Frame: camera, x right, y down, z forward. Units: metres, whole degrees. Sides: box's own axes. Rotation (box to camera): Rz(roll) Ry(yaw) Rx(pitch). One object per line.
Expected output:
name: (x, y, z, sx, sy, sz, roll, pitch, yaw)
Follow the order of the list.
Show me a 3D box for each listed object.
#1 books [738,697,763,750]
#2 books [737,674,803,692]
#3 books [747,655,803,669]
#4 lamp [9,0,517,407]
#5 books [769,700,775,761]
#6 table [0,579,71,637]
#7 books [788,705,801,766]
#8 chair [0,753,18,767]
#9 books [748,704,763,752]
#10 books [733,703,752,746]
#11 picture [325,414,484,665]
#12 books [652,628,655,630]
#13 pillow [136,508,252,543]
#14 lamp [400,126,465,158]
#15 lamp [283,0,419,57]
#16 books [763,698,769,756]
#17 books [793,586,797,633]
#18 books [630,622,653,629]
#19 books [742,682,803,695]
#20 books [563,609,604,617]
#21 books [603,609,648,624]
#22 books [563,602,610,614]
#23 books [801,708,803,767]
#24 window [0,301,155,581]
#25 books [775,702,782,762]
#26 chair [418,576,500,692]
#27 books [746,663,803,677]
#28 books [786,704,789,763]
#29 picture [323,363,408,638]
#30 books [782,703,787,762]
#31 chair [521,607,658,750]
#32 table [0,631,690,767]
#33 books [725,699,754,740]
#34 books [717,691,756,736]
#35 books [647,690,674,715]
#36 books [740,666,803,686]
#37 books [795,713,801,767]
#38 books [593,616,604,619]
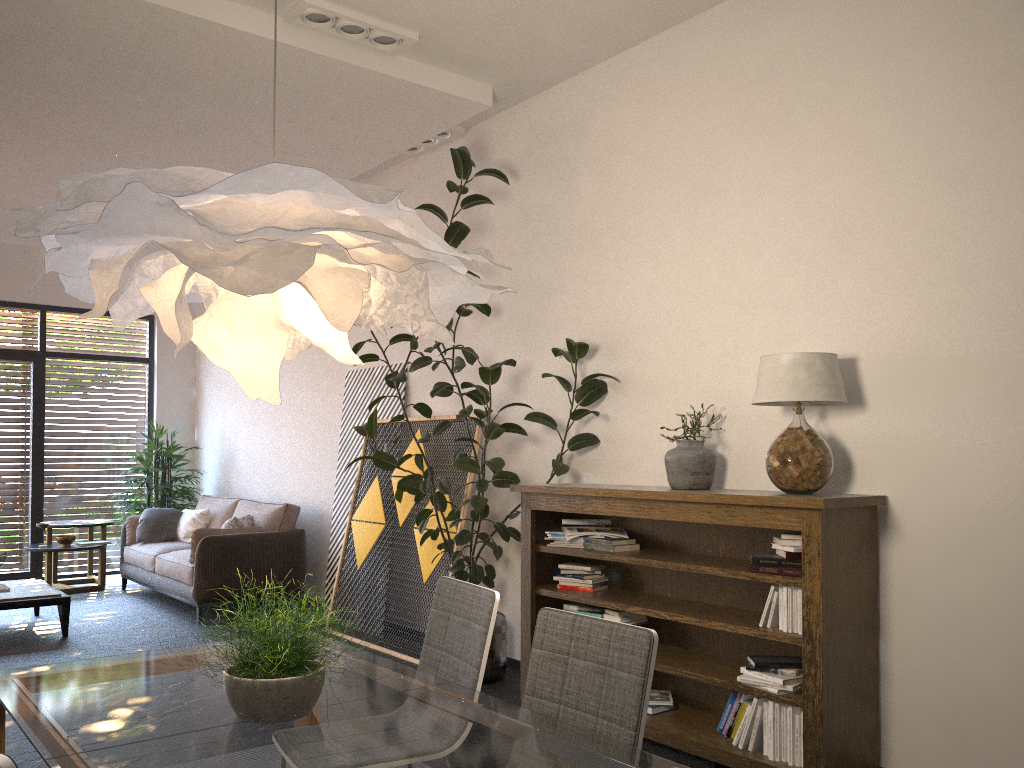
books: (1.057, 1.428, 3.767, 0.175, 0.234, 0.100, 2, -3, -38)
books: (1.087, 1.230, 3.679, 0.244, 0.019, 0.175, -4, -6, 42)
books: (1.112, 1.164, 3.711, 0.221, 0.023, 0.148, 0, -4, 3)
lamp: (-0.562, -2.540, 2.196, 1.118, 5.204, 1.063, 1, -2, -27)
books: (1.125, 1.418, 3.666, 0.175, 0.243, 0.024, 2, -2, -38)
table: (-3.975, 1.695, 6.573, 1.050, 0.306, 1.117, 3, -5, -38)
books: (1.184, 1.413, 3.605, 0.175, 0.243, 0.019, 2, -2, -38)
chair: (-0.687, 0.999, 1.549, 0.475, 0.918, 0.602, -1, -3, 38)
books: (1.074, 1.443, 3.748, 0.155, 0.203, 0.072, 2, -3, -38)
books: (1.034, 1.451, 3.798, 0.155, 0.194, 0.105, 2, -3, -38)
picture: (-0.791, 1.028, 6.193, 0.386, 1.602, 1.499, 1, -3, -38)
books: (0.576, 1.255, 4.512, 0.243, 0.024, 0.175, 3, -5, -31)
pillow: (-2.903, 1.325, 8.062, 0.619, 0.342, 1.896, 3, -5, -38)
lamp: (-0.618, -1.722, 6.185, 0.253, 0.066, 0.646, 3, -6, -38)
lamp: (-0.823, -1.850, 4.563, 0.645, 0.066, 0.254, 4, -6, -38)
books: (1.119, 1.422, 3.723, 0.175, 0.243, 0.024, 2, -2, -38)
books: (1.198, 0.916, 3.625, 0.135, 0.189, 0.015, 2, -2, -38)
books: (0.571, 1.228, 4.503, 0.225, 0.029, 0.179, 3, -5, -35)
books: (1.085, 1.250, 3.683, 0.155, 0.020, 0.205, 2, -5, -28)
books: (0.427, 1.205, 4.706, 0.255, 0.014, 0.193, -4, -6, 40)
books: (0.581, 1.180, 4.520, 0.217, 0.069, 0.158, 2, -5, -28)
books: (0.427, 1.184, 4.708, 0.246, 0.028, 0.194, -3, -5, 32)
books: (1.230, 1.411, 3.583, 0.175, 0.243, 0.024, 2, -2, -38)
window: (-5.974, 0.532, 8.783, 4.947, 3.023, 0.460, 3, -3, -38)
books: (1.146, 1.416, 3.655, 0.175, 0.243, 0.019, 2, -2, -38)
chair: (-0.387, 1.092, 2.720, 0.602, 0.918, 0.476, 1, -2, -29)
books: (1.105, 1.187, 3.714, 0.205, 0.022, 0.155, -3, -5, 32)
books: (1.188, 1.415, 3.636, 0.175, 0.243, 0.024, 2, -2, -38)
picture: (-1.154, 0.870, 6.878, 0.208, 2.016, 0.959, 1, -2, -38)
books: (1.171, 1.416, 3.650, 0.175, 0.243, 0.019, 2, -2, -38)
chair: (-0.007, 1.042, 2.084, 0.602, 0.918, 0.475, 2, -3, -38)
table: (-0.556, 1.144, 2.097, 0.998, 0.713, 1.802, 3, -5, -38)
books: (1.030, 1.464, 3.857, 0.146, 0.183, 0.147, 2, -3, -35)
books: (1.023, 1.446, 3.941, 0.171, 0.227, 0.165, 2, -3, -38)
books: (0.667, 1.564, 4.358, 0.258, 0.050, 0.271, 0, -4, 7)
books: (1.104, 1.209, 3.694, 0.175, 0.024, 0.243, 2, -5, -28)
books: (1.199, 1.430, 3.588, 0.155, 0.205, 0.020, 2, -2, -38)
books: (0.410, 1.224, 4.700, 0.249, 0.023, 0.175, -3, -6, 37)
